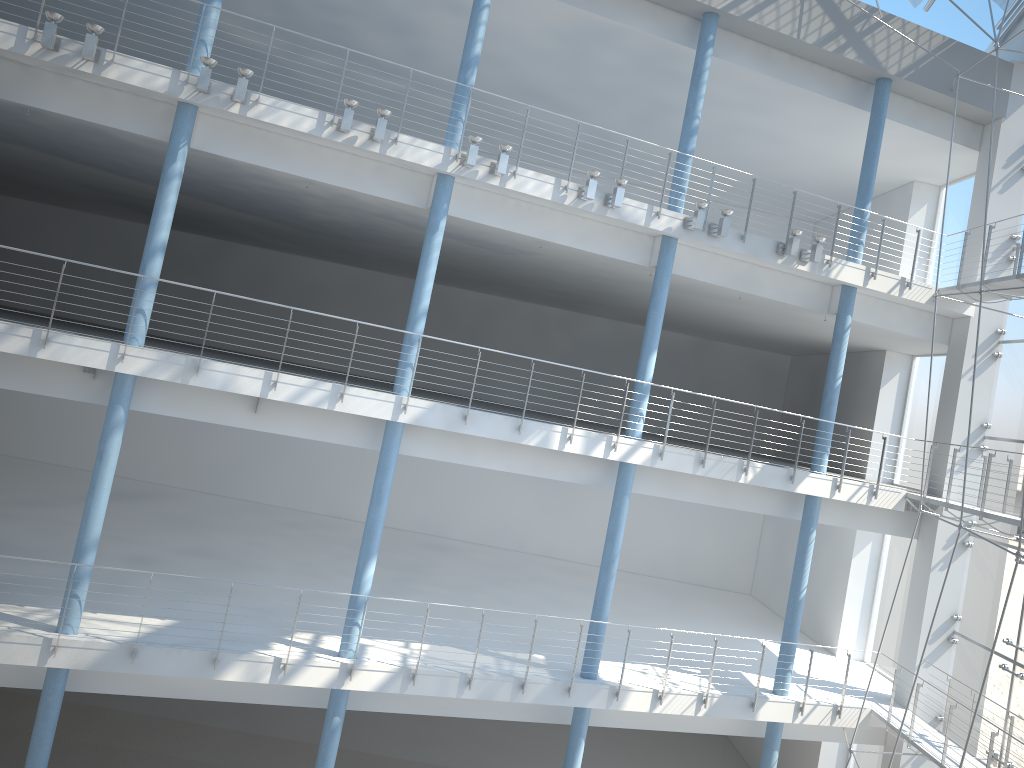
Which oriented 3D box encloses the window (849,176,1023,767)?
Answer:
[{"bbox_3d":[1.328,-0.021,0.732,0.010,2.784,3.839,11,-2,-4],"label":"window"}]
